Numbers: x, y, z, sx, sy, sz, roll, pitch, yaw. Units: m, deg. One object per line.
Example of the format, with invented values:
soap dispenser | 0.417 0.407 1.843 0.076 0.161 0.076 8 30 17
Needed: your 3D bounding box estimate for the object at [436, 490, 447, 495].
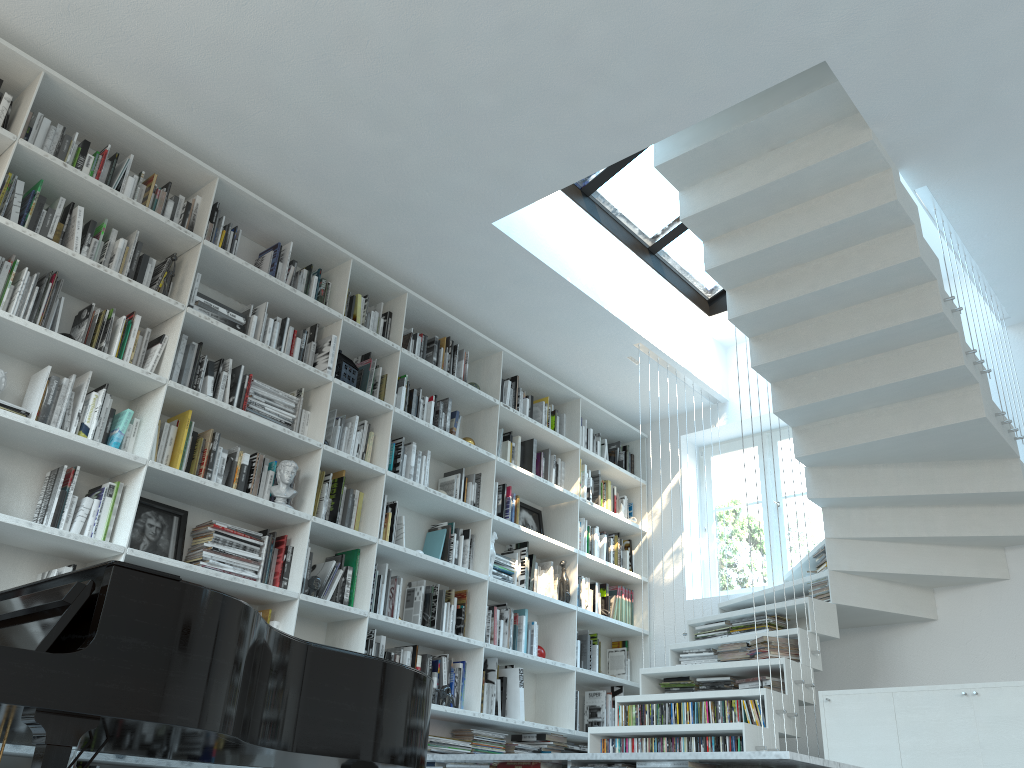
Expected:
object | -0.425 0.673 5.171 0.111 0.112 0.112 -6 -28 17

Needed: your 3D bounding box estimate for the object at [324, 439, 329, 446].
object | -0.960 0.312 4.479 0.071 0.072 0.072 3 -26 1

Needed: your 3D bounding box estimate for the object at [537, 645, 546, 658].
object | 0.149 1.665 5.451 0.115 0.116 0.115 -6 -28 17

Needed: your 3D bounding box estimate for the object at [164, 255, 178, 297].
object | -1.542 -0.467 3.998 0.075 0.253 0.076 -6 -28 18

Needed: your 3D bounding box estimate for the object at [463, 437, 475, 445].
object | -0.272 0.372 5.356 0.100 0.101 0.101 -6 -28 17

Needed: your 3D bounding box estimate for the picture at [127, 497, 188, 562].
picture | -1.556 0.650 3.834 0.077 0.298 0.301 -18 -33 37

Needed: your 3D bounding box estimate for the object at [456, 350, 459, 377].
object | -0.392 -0.062 5.539 0.129 0.296 0.006 -18 -33 37

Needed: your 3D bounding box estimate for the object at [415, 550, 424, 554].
object | -0.516 0.946 4.865 0.071 0.072 0.072 3 -26 1

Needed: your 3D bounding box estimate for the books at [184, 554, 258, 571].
books | -1.310 0.817 3.999 0.160 0.012 0.286 -19 -34 37

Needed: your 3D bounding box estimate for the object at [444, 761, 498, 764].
object | -0.146 1.715 4.003 0.285 0.007 0.160 -17 -33 34

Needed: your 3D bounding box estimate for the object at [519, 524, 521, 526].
object | 0.020 0.920 5.591 0.091 0.092 0.092 3 -26 1

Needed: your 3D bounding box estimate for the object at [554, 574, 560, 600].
object | 0.227 1.341 5.722 0.179 0.210 0.022 -18 -34 37

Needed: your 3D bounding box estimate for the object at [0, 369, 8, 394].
object | -2.014 0.003 3.435 0.095 0.156 0.121 20 -31 -30

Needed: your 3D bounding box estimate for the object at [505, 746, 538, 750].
object | 0.049 2.139 5.189 0.208 0.008 0.328 -18 -34 37

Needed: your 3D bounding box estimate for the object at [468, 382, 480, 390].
object | -0.248 0.042 5.514 0.104 0.104 0.104 3 -26 1

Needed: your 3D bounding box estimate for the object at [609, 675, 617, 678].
object | 0.684 2.025 6.058 0.071 0.072 0.072 3 -26 1

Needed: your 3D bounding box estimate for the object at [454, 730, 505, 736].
object | -0.185 1.956 4.960 0.161 0.005 0.255 -19 -34 37

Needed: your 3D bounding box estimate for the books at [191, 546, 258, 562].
books | -1.301 0.783 4.009 0.161 0.012 0.255 -15 -32 32

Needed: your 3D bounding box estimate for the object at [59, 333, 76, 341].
object | -1.846 -0.162 3.652 0.097 0.098 0.097 3 -26 1

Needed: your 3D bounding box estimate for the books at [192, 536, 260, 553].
books | -1.300 0.740 4.032 0.161 0.012 0.255 -16 -32 33

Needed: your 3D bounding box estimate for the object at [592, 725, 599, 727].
object | 0.529 2.188 5.589 0.071 0.072 0.072 3 -26 1

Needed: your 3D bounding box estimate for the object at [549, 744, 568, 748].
object | 0.177 2.154 5.272 0.296 0.004 0.145 -17 -33 35

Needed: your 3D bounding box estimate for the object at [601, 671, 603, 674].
object | 0.567 1.930 5.882 0.071 0.072 0.072 3 -26 1

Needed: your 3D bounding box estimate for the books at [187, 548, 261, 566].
books | -1.301 0.793 4.003 0.286 0.012 0.160 26 -35 -38

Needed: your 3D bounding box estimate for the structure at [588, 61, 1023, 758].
structure | 1.356 0.498 4.505 1.958 3.365 2.622 -18 -34 37

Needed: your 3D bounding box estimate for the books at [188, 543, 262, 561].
books | -1.300 0.772 4.014 0.286 0.012 0.160 26 -35 -38

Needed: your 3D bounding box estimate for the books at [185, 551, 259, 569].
books | -1.308 0.805 4.003 0.160 0.012 0.286 -20 -35 38

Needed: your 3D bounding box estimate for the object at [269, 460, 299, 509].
object | -1.081 0.484 4.194 0.138 0.242 0.138 0 -26 7

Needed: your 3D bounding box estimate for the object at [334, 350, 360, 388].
object | -0.913 -0.055 4.741 0.135 0.247 0.136 -12 -30 28

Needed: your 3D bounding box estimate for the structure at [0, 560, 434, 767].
structure | -0.924 1.134 2.476 1.337 0.828 1.924 -18 -34 37

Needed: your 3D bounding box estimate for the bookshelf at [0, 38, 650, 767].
bookshelf | -1.200 0.662 4.094 0.331 3.127 6.316 -18 -34 37

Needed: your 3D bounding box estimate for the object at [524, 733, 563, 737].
object | 0.187 2.103 5.307 0.210 0.015 0.130 -18 -33 36

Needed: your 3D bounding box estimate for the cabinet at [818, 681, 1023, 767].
cabinet | 1.937 1.684 3.828 0.995 0.664 0.553 -18 -34 37

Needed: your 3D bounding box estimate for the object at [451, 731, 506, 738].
object | -0.187 1.961 4.960 0.160 0.005 0.286 -18 -34 37

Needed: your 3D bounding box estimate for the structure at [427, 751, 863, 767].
structure | 0.890 2.056 3.899 3.118 0.656 2.908 -19 -34 37

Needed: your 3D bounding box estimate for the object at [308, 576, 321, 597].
object | -0.926 0.954 4.154 0.079 0.113 0.054 -17 -33 36

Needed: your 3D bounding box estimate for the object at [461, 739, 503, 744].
object | -0.191 1.994 4.940 0.161 0.005 0.255 -18 -34 37

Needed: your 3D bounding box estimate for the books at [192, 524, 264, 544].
books | -1.296 0.696 4.051 0.159 0.012 0.286 -15 -32 32

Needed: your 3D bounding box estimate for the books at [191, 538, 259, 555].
books | -1.303 0.751 4.028 0.161 0.012 0.255 -16 -33 34

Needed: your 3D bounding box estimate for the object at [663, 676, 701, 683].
object | 0.944 1.626 4.854 0.175 0.025 0.161 -21 -36 40

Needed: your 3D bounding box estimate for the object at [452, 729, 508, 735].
object | -0.178 1.949 4.957 0.286 0.005 0.160 26 -35 -38

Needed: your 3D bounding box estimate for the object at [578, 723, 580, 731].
object | 0.380 2.102 5.435 0.071 0.072 0.072 3 -26 1

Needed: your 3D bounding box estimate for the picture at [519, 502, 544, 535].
picture | 0.108 0.935 5.843 0.077 0.298 0.301 -18 -33 37

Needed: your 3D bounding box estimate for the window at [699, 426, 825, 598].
window | 1.819 0.887 6.178 1.119 1.220 0.042 -18 -34 37

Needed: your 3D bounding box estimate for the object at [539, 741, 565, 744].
object | 0.177 2.139 5.278 0.260 0.005 0.142 -21 -36 40

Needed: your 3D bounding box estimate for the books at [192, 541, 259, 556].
books | -1.303 0.762 4.022 0.161 0.012 0.255 -21 -35 39

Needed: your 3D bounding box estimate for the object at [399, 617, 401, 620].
object | -0.617 1.251 4.666 0.071 0.072 0.072 3 -26 1

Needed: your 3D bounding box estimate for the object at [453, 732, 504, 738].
object | -0.187 1.966 4.957 0.161 0.005 0.255 -18 -34 37

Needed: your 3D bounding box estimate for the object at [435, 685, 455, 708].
object | -0.346 1.621 4.601 0.065 0.113 0.161 -11 -30 26

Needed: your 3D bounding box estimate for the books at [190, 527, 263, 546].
books | -1.302 0.708 4.050 0.160 0.012 0.286 -20 -35 38

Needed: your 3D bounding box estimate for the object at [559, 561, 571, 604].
object | 0.333 1.273 5.654 0.087 0.286 0.075 9 -27 -12

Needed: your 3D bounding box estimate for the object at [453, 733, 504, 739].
object | -0.188 1.971 4.954 0.161 0.005 0.255 -18 -34 37

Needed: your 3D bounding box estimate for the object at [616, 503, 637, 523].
object | 0.812 0.949 6.425 0.204 0.136 0.095 19 -30 -29

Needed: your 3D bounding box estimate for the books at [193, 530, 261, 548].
books | -1.299 0.718 4.043 0.161 0.012 0.255 -16 -32 33

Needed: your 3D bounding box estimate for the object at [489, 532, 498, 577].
object | -0.126 0.996 5.152 0.087 0.286 0.075 9 -27 -12

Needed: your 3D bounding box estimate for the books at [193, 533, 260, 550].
books | -1.301 0.729 4.038 0.161 0.012 0.255 -16 -33 34

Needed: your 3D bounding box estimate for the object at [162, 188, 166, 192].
object | -1.699 -0.793 4.174 0.157 0.245 0.010 -18 -33 37

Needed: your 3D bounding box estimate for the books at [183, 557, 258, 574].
books | -1.313 0.828 3.995 0.160 0.012 0.286 -18 -34 37
